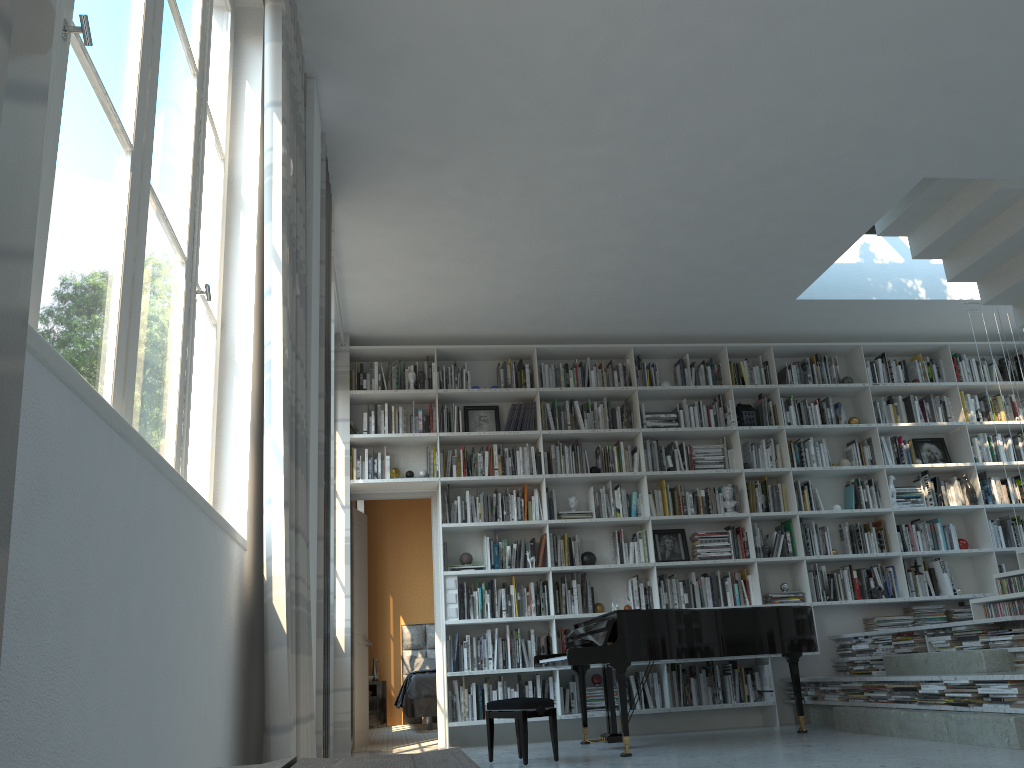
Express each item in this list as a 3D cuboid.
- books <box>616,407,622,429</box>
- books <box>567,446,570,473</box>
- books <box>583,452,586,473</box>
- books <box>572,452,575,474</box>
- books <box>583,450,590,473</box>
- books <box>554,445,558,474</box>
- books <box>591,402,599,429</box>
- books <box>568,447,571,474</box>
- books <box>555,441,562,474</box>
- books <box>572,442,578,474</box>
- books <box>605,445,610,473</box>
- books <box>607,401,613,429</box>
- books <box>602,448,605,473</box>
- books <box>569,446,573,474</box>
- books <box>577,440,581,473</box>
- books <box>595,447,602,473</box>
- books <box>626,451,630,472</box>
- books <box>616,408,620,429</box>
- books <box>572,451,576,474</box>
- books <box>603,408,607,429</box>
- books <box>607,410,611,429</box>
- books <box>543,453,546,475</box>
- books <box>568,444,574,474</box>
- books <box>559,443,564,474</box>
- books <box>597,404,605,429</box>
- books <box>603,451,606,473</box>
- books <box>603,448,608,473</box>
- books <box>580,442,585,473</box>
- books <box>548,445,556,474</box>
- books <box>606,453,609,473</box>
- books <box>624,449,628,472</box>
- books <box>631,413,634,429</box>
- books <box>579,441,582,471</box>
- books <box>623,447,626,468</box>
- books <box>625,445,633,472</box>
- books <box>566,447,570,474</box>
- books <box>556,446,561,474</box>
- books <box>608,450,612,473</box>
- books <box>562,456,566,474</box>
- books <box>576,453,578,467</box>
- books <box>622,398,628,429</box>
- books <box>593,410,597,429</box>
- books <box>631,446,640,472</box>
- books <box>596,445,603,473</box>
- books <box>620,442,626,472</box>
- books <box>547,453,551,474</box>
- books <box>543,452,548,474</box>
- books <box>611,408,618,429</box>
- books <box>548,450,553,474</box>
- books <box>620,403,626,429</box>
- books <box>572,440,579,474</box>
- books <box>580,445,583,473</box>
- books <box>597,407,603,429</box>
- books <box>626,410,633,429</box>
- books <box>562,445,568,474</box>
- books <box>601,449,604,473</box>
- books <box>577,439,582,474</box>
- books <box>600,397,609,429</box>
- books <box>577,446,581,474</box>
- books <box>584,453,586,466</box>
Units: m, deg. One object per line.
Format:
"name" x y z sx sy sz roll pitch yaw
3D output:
"books" 0.902 0.330 7.582 0.024 0.236 0.153 -1 -18 -8
"books" 0.456 0.669 7.400 0.010 0.260 0.170 -1 -18 -8
"books" 0.593 0.691 7.421 0.012 0.217 0.151 -1 -18 -8
"books" 0.500 0.688 7.381 0.011 0.208 0.181 -1 -18 -8
"books" 0.618 0.681 7.418 0.031 0.231 0.148 -1 -18 -8
"books" 0.354 0.660 7.378 0.012 0.275 0.157 -1 -18 -8
"books" 0.707 0.308 7.559 0.026 0.285 0.138 -1 -18 -8
"books" 0.466 0.672 7.400 0.011 0.255 0.152 -1 -18 -8
"books" 0.385 0.645 7.402 0.011 0.316 0.155 -1 -18 -8
"books" 0.519 0.650 7.402 0.011 0.290 0.177 -1 -18 -8
"books" 0.794 0.664 7.457 0.009 0.266 0.150 -1 -18 -8
"books" 0.827 0.306 7.581 0.022 0.289 0.147 -1 -18 -8
"books" 0.752 0.670 7.426 0.005 0.239 0.174 -1 -18 -8
"books" 0.478 0.664 7.387 0.009 0.260 0.181 -1 -18 -8
"books" 0.549 0.644 7.428 0.005 0.315 0.157 -1 -18 -8
"books" 0.728 0.670 7.443 0.005 0.253 0.161 -1 -18 -8
"books" 0.957 0.685 7.465 0.024 0.215 0.142 -1 -18 -8
"books" 0.882 0.332 7.562 0.022 0.222 0.161 -1 -18 -8
"books" 0.507 0.688 7.409 0.011 0.225 0.130 -1 -18 -8
"books" 0.778 0.331 7.552 0.013 0.230 0.142 -1 -18 -8
"books" 0.807 0.342 7.564 0.024 0.212 0.150 -1 -18 -8
"books" 0.253 0.694 7.353 0.015 0.207 0.187 -1 -18 -8
"books" 0.486 0.657 7.397 0.011 0.278 0.170 -1 -18 -8
"books" 0.399 0.654 7.378 0.010 0.282 0.184 -1 -18 -8
"books" 0.756 0.318 7.557 0.028 0.260 0.136 -1 -18 -8
"books" 0.760 0.687 7.439 0.013 0.215 0.150 -1 -18 -8
"books" 0.771 0.669 7.419 0.005 0.235 0.179 -1 -18 -8
"books" 0.575 0.650 7.403 0.011 0.286 0.189 -1 -18 -8
"books" 0.335 0.660 7.379 0.026 0.278 0.151 -1 -18 -8
"books" 0.787 0.693 7.437 0.011 0.199 0.163 -1 -18 -8
"books" 0.939 0.678 7.465 0.011 0.229 0.166 -1 -18 -8
"books" 1.022 0.353 7.604 0.019 0.193 0.098 -1 -18 -8
"books" 0.560 0.648 7.424 0.005 0.304 0.163 -1 -18 -8
"books" 0.928 0.664 7.464 0.010 0.256 0.140 -1 -18 -8
"books" 0.980 0.662 7.466 0.022 0.256 0.155 -1 -18 -8
"books" 0.448 0.666 7.375 0.012 0.250 0.184 -1 -18 -8
"books" 0.372 0.667 7.379 0.024 0.261 0.178 -1 -18 -8
"books" 0.807 0.677 7.420 0.006 0.215 0.181 -1 -18 -8
"books" 0.419 0.705 7.382 0.029 0.186 0.149 -1 -18 -8
"books" 0.529 0.693 7.416 0.012 0.216 0.133 -1 -18 -8
"books" 0.957 0.292 7.581 0.058 0.301 0.175 -1 -18 -8
"books" 0.693 0.341 7.533 0.010 0.207 0.174 -1 -18 -8
"books" 1.026 0.664 7.448 0.064 0.236 0.209 -1 -18 -8
"books" 0.735 0.662 7.455 0.012 0.275 0.129 -1 -18 -8
"books" 0.913 0.649 7.459 0.022 0.283 0.190 -1 -18 -8
"books" 0.298 0.696 7.384 0.024 0.218 0.140 -1 -18 -8
"books" 0.271 0.694 7.382 0.029 0.224 0.137 -1 -18 -8
"books" 0.857 0.334 7.554 0.030 0.217 0.183 -1 -18 -8
"books" 0.317 0.681 7.377 0.012 0.239 0.134 -1 -18 -8
"books" 0.943 0.311 7.573 0.055 0.263 0.167 -1 -18 -8
"books" 0.535 0.640 7.421 0.004 0.319 0.153 -1 -18 -8
"books" 0.565 0.657 7.419 0.004 0.283 0.167 -1 -18 -8
"books" 0.735 0.329 7.531 0.021 0.225 0.192 -1 -18 -8
"books" 0.999 0.342 7.597 0.028 0.211 0.135 -1 -18 -8
"books" 0.438 0.661 7.373 0.009 0.262 0.190 -1 -18 -8
"books" 0.745 0.678 7.448 0.005 0.238 0.146 -1 -18 -8
"books" 0.554 0.636 7.428 0.005 0.330 0.162 -1 -18 -8
"books" 0.789 0.288 7.557 0.011 0.312 0.184 -1 -18 -8
"books" 0.545 0.666 7.407 0.010 0.261 0.158 -1 -18 -8
"books" 0.602 0.694 7.419 0.004 0.209 0.132 -1 -18 -8
